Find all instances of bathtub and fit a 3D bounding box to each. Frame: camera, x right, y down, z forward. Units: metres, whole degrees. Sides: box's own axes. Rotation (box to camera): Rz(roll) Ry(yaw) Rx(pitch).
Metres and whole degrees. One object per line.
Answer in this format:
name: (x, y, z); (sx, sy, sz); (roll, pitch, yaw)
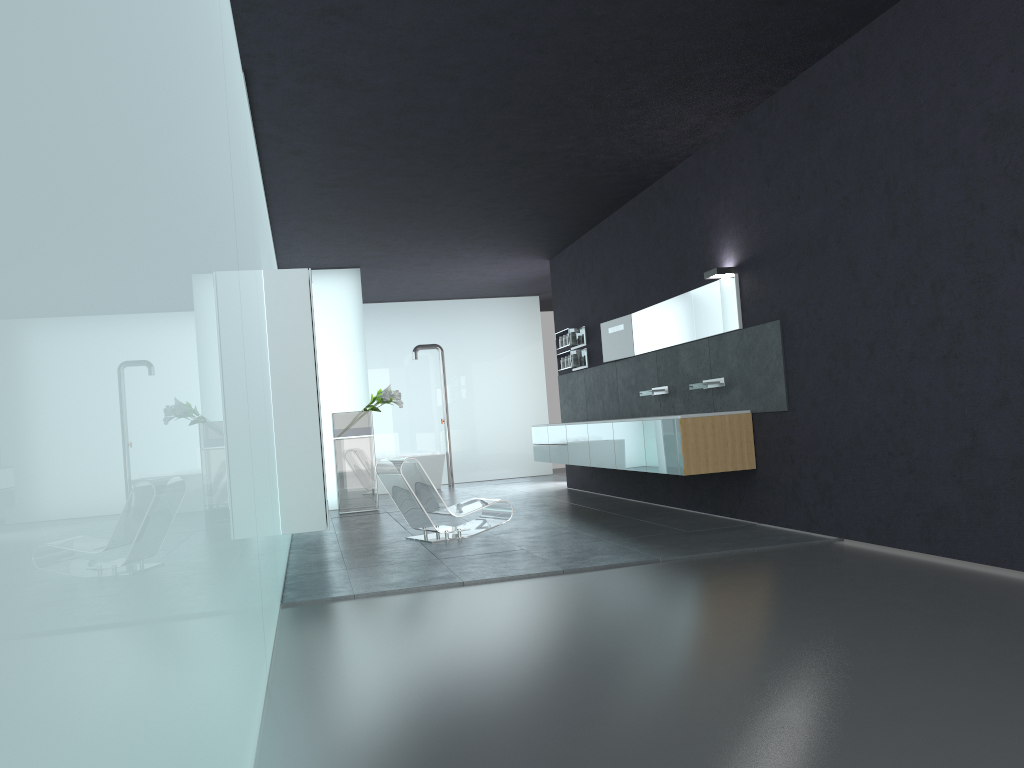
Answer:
bathtub: (-2.308, 1.655, 17.130); (1.977, 0.858, 0.961); (-4, -2, -13)

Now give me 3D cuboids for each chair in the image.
chair: (-0.705, 1.169, 9.343); (1.260, 0.870, 0.629); (-3, -2, -32)

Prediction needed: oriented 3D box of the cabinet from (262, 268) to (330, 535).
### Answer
cabinet: (-2.481, 0.320, 10.350); (0.398, 2.214, 6.010); (-4, -2, -13)

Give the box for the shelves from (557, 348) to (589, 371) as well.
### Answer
shelves: (0.913, -0.359, 13.452); (0.265, 0.285, 0.770); (-4, -2, -13)

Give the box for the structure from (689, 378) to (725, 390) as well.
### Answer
structure: (1.984, -0.001, 9.078); (0.186, 0.088, 0.482); (-4, -3, -13)

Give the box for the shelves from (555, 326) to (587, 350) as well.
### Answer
shelves: (0.888, -0.685, 13.459); (0.265, 0.285, 0.770); (-4, -2, -13)

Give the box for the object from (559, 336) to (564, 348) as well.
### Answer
object: (0.779, -0.642, 13.721); (0.096, 0.184, 0.068); (-4, -2, -22)

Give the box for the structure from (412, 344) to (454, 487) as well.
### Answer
structure: (-1.546, 0.650, 17.345); (0.642, 2.870, 0.123); (-4, -1, -13)

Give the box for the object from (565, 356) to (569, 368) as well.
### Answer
object: (0.853, -0.328, 13.504); (0.096, 0.184, 0.068); (-4, -1, -4)

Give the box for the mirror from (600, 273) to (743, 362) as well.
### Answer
mirror: (1.737, -0.677, 10.282); (0.109, 0.532, 3.726); (-4, -3, -15)

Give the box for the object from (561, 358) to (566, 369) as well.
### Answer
object: (0.804, -0.315, 13.713); (0.096, 0.184, 0.068); (-4, -2, -22)

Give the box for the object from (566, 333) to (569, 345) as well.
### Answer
object: (0.870, -0.666, 13.328); (0.096, 0.184, 0.068); (-4, -2, -15)

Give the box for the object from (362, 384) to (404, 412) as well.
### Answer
object: (-2.131, 0.377, 13.328); (1.024, 0.779, 0.975); (-4, -2, -21)

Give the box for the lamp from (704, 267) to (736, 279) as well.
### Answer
lamp: (2.023, -1.081, 8.644); (0.198, 0.066, 0.277); (-4, -3, -13)

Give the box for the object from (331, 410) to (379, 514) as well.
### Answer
object: (-2.375, 1.170, 13.394); (0.584, 1.490, 0.575); (-4, -2, -13)

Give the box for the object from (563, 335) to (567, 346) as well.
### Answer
object: (0.827, -0.655, 13.512); (0.096, 0.184, 0.068); (-4, -1, -4)

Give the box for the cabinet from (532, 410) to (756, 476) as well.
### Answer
cabinet: (1.304, 0.719, 11.025); (0.734, 0.556, 5.588); (-4, -3, -13)

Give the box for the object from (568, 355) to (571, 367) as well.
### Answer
object: (0.895, -0.340, 13.321); (0.096, 0.184, 0.068); (-4, -2, -15)

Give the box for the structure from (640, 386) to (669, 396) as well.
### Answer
structure: (1.665, 0.086, 10.459); (0.186, 0.088, 0.482); (-4, -3, -13)
